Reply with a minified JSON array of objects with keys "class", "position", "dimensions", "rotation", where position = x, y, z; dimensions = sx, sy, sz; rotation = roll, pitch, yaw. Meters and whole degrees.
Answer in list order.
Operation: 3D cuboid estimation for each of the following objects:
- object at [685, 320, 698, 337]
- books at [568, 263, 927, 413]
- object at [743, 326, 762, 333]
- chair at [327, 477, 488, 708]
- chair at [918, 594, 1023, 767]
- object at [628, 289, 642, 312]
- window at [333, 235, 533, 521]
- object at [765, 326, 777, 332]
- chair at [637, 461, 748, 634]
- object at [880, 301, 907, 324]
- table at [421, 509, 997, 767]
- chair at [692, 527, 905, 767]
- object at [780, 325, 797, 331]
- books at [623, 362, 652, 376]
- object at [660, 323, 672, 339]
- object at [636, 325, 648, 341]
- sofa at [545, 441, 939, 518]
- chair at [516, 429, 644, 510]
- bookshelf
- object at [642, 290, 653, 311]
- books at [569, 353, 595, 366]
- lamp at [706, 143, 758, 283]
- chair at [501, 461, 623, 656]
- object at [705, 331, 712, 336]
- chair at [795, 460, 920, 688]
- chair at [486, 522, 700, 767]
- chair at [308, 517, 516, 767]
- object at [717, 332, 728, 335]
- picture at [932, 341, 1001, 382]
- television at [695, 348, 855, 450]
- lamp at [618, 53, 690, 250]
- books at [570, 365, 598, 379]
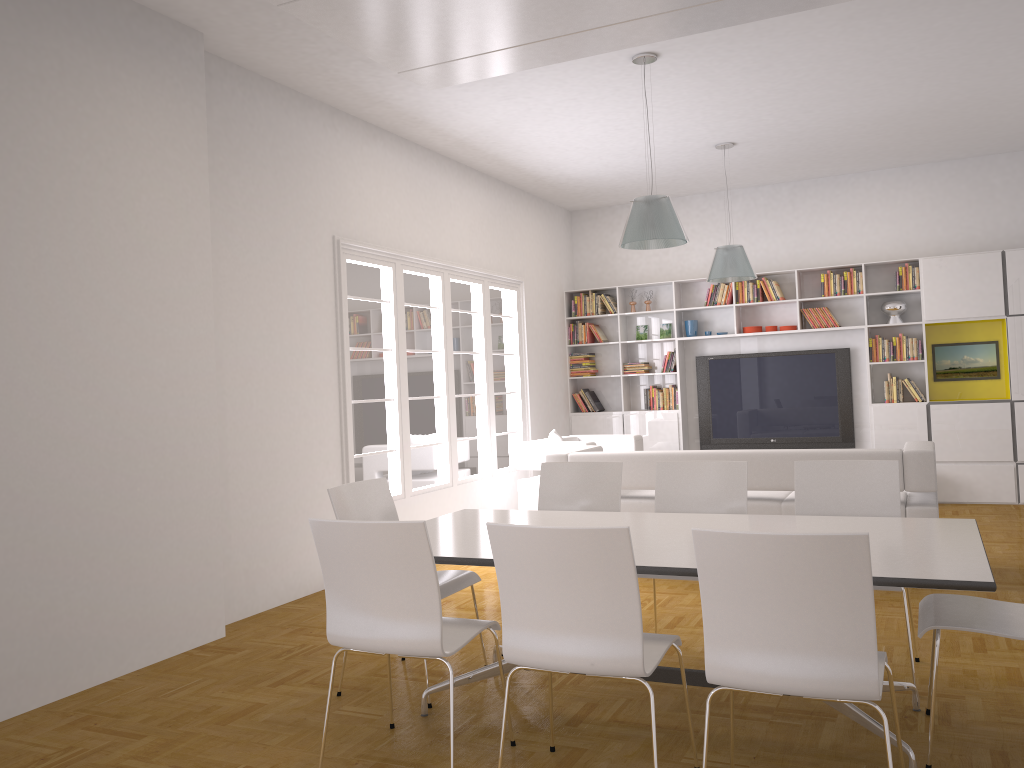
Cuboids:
[{"class":"object","position":[2.046,-0.626,10.109],"dimensions":[0.147,0.192,0.147],"rotation":[-3,-1,14]},{"class":"books","position":[2.468,-0.458,9.914],"dimensions":[3.860,1.456,0.235],"rotation":[-3,-1,25]},{"class":"object","position":[2.667,-0.596,9.830],"dimensions":[0.210,0.073,0.211],"rotation":[-3,0,0]},{"class":"chair","position":[-0.507,0.932,4.168],"dimensions":[0.575,0.931,0.561],"rotation":[-3,-1,25]},{"class":"chair","position":[1.740,0.818,3.111],"dimensions":[0.575,0.931,0.561],"rotation":[-3,-1,25]},{"class":"object","position":[1.449,-0.970,10.430],"dimensions":[0.120,0.279,0.179],"rotation":[-3,-1,31]},{"class":"window","position":[-0.599,0.149,8.024],"dimensions":[0.195,2.529,3.350],"rotation":[-3,-1,25]},{"class":"object","position":[2.851,-0.598,9.743],"dimensions":[0.128,0.073,0.129],"rotation":[-3,-1,22]},{"class":"chair","position":[0.894,0.869,4.351],"dimensions":[0.561,0.931,0.575],"rotation":[-3,-1,25]},{"class":"object","position":[3.969,-0.735,9.213],"dimensions":[0.256,0.239,0.257],"rotation":[-3,-1,33]},{"class":"table","position":[0.594,0.980,3.630],"dimensions":[2.410,0.722,1.211],"rotation":[-3,-1,25]},{"class":"chair","position":[0.853,0.863,2.649],"dimensions":[0.561,0.931,0.575],"rotation":[-3,-1,25]},{"class":"object","position":[3.007,-0.602,9.649],"dimensions":[0.182,0.054,0.183],"rotation":[-3,0,22]},{"class":"books","position":[1.475,-0.173,10.396],"dimensions":[0.283,0.153,0.207],"rotation":[-3,-1,25]},{"class":"object","position":[1.798,-0.614,10.358],"dimensions":[0.144,0.190,0.052],"rotation":[-3,-1,25]},{"class":"object","position":[1.537,-0.602,10.481],"dimensions":[0.144,0.190,0.052],"rotation":[-3,-1,25]},{"class":"sofa","position":[1.614,0.873,6.375],"dimensions":[2.621,0.849,0.822],"rotation":[-3,-1,25]},{"class":"chair","position":[0.680,0.879,8.478],"dimensions":[0.801,0.912,1.096],"rotation":[-3,-1,35]},{"class":"bookshelf","position":[3.177,0.009,9.617],"dimensions":[5.362,2.481,0.389],"rotation":[-3,-1,25]},{"class":"object","position":[1.565,-0.966,10.395],"dimensions":[0.119,0.260,0.179],"rotation":[-1,-2,-44]},{"class":"books","position":[0.849,-0.292,10.691],"dimensions":[0.252,0.153,0.207],"rotation":[-3,-1,25]},{"class":"lamp","position":[1.990,-1.583,8.168],"dimensions":[0.464,1.250,0.464],"rotation":[-3,-1,25]},{"class":"chair","position":[0.297,0.897,4.631],"dimensions":[0.561,0.931,0.575],"rotation":[-3,-1,25]},{"class":"object","position":[2.220,-0.566,10.026],"dimensions":[0.078,0.056,0.078],"rotation":[-2,-1,-40]},{"class":"chair","position":[1.528,0.839,4.053],"dimensions":[0.561,0.931,0.575],"rotation":[-3,-1,25]},{"class":"chair","position":[0.256,0.892,2.930],"dimensions":[0.561,0.931,0.575],"rotation":[-3,-1,25]},{"class":"chair","position":[-0.377,0.922,3.228],"dimensions":[0.561,0.931,0.575],"rotation":[-3,-1,25]},{"class":"object","position":[2.362,-0.561,9.960],"dimensions":[0.124,0.032,0.123],"rotation":[-3,0,11]},{"class":"picture","position":[4.629,-0.229,9.049],"dimensions":[0.608,0.388,0.007],"rotation":[-3,-1,25]},{"class":"television","position":[2.890,0.192,9.824],"dimensions":[1.659,1.088,0.082],"rotation":[-3,-1,25]},{"class":"lamp","position":[0.907,-1.545,5.867],"dimensions":[0.464,1.250,0.464],"rotation":[-3,-1,25]},{"class":"books","position":[0.870,-0.144,10.681],"dimensions":[0.283,0.153,0.207],"rotation":[-3,-1,25]}]
